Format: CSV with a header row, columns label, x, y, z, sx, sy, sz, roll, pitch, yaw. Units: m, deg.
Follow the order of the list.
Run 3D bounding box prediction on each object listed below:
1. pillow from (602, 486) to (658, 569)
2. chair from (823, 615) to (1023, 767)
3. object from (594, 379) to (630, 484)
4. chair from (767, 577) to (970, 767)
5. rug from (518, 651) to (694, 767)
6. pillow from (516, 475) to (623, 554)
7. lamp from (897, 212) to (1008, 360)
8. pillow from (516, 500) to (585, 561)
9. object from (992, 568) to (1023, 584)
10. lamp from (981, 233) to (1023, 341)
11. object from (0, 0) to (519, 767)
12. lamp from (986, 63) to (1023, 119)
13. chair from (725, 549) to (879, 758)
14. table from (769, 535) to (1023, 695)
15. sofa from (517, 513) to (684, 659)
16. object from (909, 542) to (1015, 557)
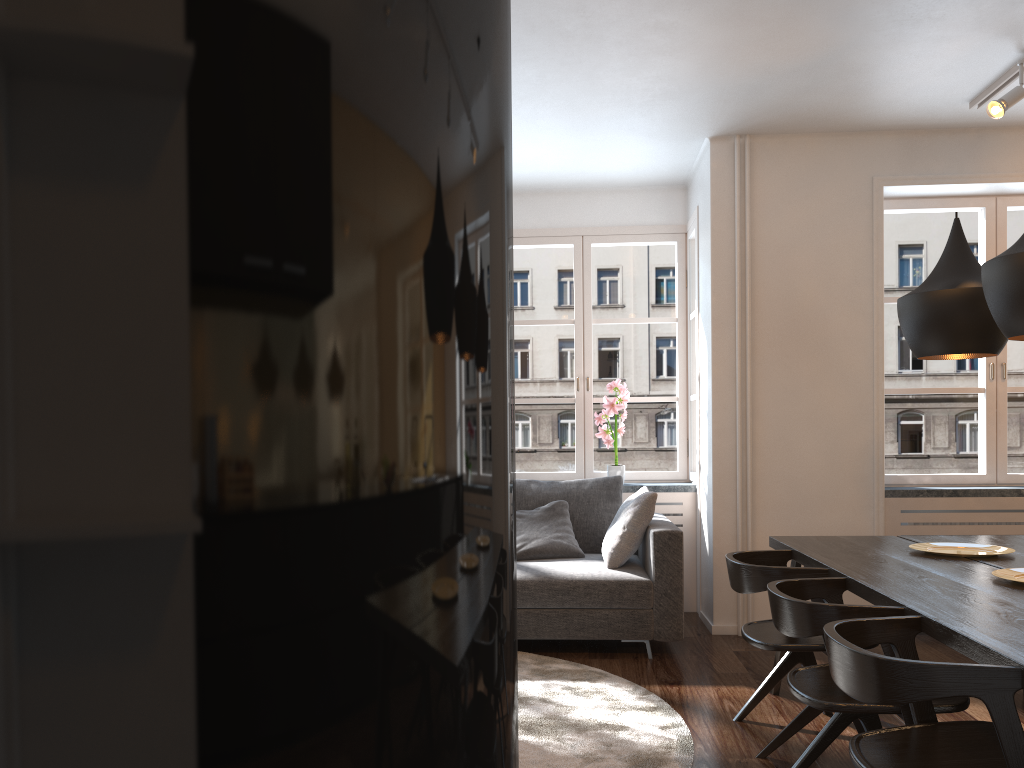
label,x,y,z,sx,sy,sz,roll,pitch,yaw
pillow,0.635,0.784,4.871,0.286,0.414,0.494,-1,-2,3
chair,0.985,0.905,1.984,0.519,0.671,0.593,-1,-1,2
object,0.662,0.314,5.794,0.201,0.691,0.297,-1,0,-17
chair,1.025,0.941,2.595,0.519,0.671,0.593,-1,-1,4
rug,-0.746,1.338,3.437,2.837,0.012,2.842,0,-4,-16
pillow,0.260,0.799,5.356,0.836,0.477,0.275,-1,0,4
lamp,1.663,-0.372,3.304,0.411,0.541,0.411,-1,-1,37
pillow,0.124,0.845,5.125,0.492,0.321,0.444,0,-2,-15
object,1.636,0.584,2.643,0.356,0.017,0.356,0,-3,-15
lamp,1.617,-0.412,2.608,0.411,0.541,0.411,0,-1,-20
object,-0.147,0.316,0.164,0.295,1.003,0.280,-1,1,4
lamp,2.219,-1.288,3.905,0.250,0.240,0.085,0,0,-9
chair,1.064,0.980,3.277,0.519,0.671,0.593,-1,-1,2
table,1.600,0.932,2.635,1.106,0.679,2.504,-1,-3,4
sofa,-0.654,1.074,4.555,3.067,0.671,2.042,-1,-3,4
object,1.680,0.623,3.309,0.356,0.017,0.356,-1,-3,7
